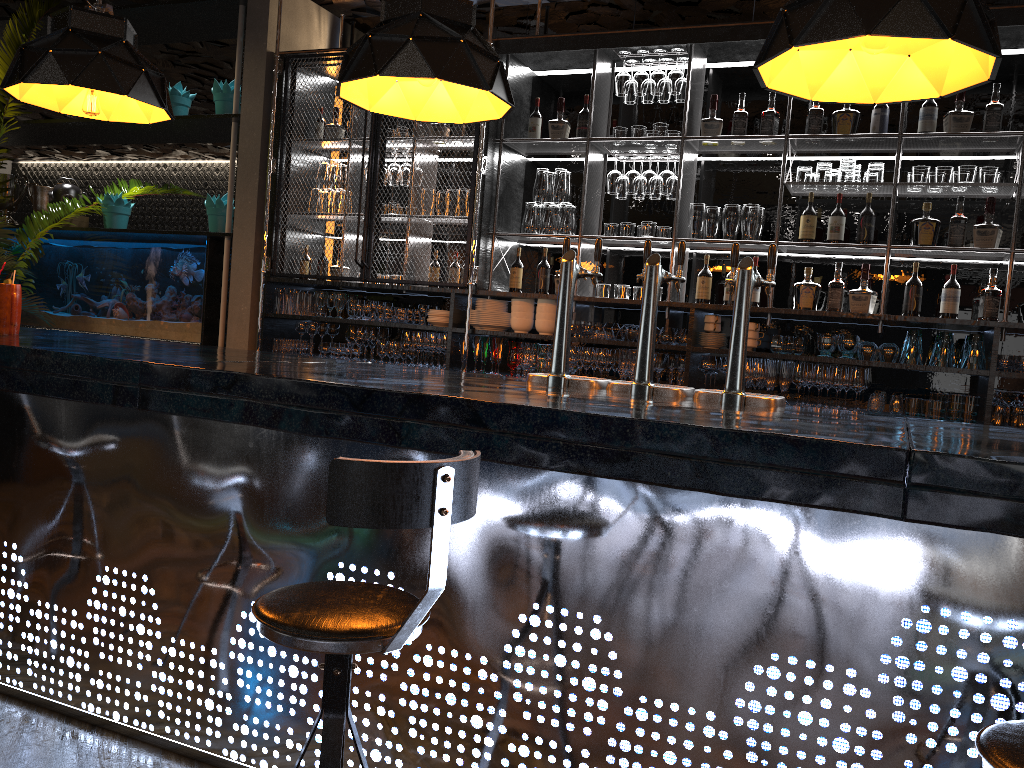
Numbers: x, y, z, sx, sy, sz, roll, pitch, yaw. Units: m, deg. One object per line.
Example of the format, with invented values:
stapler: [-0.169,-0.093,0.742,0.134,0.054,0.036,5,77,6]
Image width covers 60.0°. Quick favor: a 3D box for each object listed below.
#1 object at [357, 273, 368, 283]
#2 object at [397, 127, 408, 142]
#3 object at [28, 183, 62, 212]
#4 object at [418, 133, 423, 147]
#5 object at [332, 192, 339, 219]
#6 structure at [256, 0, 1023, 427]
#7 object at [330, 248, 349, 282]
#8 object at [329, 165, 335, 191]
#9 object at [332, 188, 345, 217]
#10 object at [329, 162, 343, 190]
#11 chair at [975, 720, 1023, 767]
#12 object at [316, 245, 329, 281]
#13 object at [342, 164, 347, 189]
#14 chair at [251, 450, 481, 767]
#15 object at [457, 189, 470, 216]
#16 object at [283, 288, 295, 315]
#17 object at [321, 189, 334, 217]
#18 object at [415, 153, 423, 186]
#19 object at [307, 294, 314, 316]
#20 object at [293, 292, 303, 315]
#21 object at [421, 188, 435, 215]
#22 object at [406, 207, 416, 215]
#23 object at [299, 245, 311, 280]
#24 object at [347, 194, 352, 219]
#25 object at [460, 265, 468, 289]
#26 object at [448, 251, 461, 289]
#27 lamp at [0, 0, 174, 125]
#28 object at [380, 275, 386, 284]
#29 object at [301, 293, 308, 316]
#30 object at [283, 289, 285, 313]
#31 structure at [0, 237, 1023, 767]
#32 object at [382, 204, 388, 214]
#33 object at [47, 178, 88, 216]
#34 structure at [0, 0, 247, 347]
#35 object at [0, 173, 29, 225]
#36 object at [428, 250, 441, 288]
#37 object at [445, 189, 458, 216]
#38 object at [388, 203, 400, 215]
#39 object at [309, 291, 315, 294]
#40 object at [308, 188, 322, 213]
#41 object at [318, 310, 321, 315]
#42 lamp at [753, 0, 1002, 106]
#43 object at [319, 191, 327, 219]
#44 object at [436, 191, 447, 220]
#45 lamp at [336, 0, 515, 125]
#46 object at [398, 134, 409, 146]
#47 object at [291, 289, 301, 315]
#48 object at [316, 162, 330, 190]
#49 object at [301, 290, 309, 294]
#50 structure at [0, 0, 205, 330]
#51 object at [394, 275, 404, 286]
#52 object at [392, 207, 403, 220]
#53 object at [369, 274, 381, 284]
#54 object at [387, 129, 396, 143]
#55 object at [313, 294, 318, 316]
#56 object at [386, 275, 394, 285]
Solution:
object: [-1.007,-0.708,5.986,0.077,0.080,0.077,3,4,-27]
object: [-0.721,-1.642,5.830,0.077,0.080,0.077,3,4,-31]
object: [-3.868,-1.465,7.361,0.232,0.398,0.378,2,4,-37]
object: [-0.633,-1.642,5.967,0.077,0.080,0.077,3,4,-31]
object: [-1.242,-1.259,6.231,0.092,0.182,0.092,6,3,18]
structure: [1.412,-0.609,4.792,6.750,3.553,1.143,6,4,23]
object: [-1.183,-0.811,6.106,0.108,0.244,0.108,7,4,37]
object: [-1.274,-1.445,6.242,0.092,0.182,0.092,6,3,18]
object: [-1.186,-1.246,6.091,0.092,0.182,0.092,6,3,18]
object: [-1.213,-1.433,6.118,0.092,0.182,0.092,6,3,18]
chair: [0.819,0.774,1.207,0.476,1.108,0.419,7,4,38]
object: [-1.311,-0.833,6.151,0.075,0.260,0.075,3,4,-33]
object: [-1.184,-1.435,6.192,0.092,0.182,0.092,6,3,18]
chair: [-0.312,0.658,1.644,0.476,1.108,0.419,7,4,38]
object: [-0.308,-1.152,5.675,0.092,0.182,0.092,6,3,18]
object: [-1.519,-0.563,6.052,0.067,0.174,0.067,3,4,-28]
object: [-1.274,-1.256,6.141,0.092,0.182,0.092,6,3,18]
object: [-0.632,-1.436,5.936,0.081,0.213,0.081,6,4,29]
object: [-1.397,-0.545,6.110,0.058,0.152,0.051,4,3,-15]
object: [-1.452,-0.543,6.003,0.051,0.152,0.058,6,4,28]
object: [-0.548,-1.177,5.776,0.092,0.182,0.092,6,3,18]
object: [-0.679,-1.147,5.969,0.077,0.080,0.077,6,3,19]
object: [-1.453,-0.849,6.242,0.075,0.261,0.075,4,3,-18]
object: [-1.158,-1.249,6.185,0.092,0.182,0.092,6,3,18]
object: [-0.287,-0.727,5.738,0.075,0.260,0.075,4,3,-18]
object: [-0.373,-0.738,5.798,0.075,0.260,0.075,4,3,-18]
lamp: [-1.554,-1.826,3.359,0.582,1.606,0.607,6,4,23]
object: [-0.887,-0.704,6.095,0.077,0.080,0.077,3,4,-27]
object: [-1.425,-0.544,6.056,0.058,0.152,0.051,6,4,27]
object: [-1.564,-0.572,6.141,0.067,0.174,0.067,3,4,-26]
structure: [0.076,0.339,2.692,6.009,1.685,1.214,6,4,23]
object: [-0.872,-1.161,5.939,0.077,0.080,0.077,5,3,2]
object: [-3.573,-1.507,7.132,0.290,0.292,0.278,3,4,-30]
structure: [-3.716,-1.250,7.206,4.269,3.734,0.705,6,4,23]
object: [-4.304,-1.544,7.548,0.250,0.472,0.458,2,4,-40]
object: [-0.508,-0.749,5.832,0.075,0.261,0.075,4,3,-18]
object: [-0.386,-1.162,5.732,0.092,0.182,0.092,6,3,18]
object: [-0.779,-1.148,5.840,0.077,0.080,0.077,6,3,19]
object: [-1.427,-0.569,6.289,0.067,0.174,0.067,3,4,-27]
object: [-1.369,-1.266,6.181,0.092,0.182,0.092,6,3,18]
object: [-1.361,-0.548,6.223,0.058,0.152,0.051,2,4,-43]
lamp: [0.999,-1.583,2.263,0.582,1.564,0.607,6,4,23]
object: [-1.337,-1.269,6.279,0.092,0.182,0.092,6,3,18]
object: [-0.457,-1.174,5.846,0.092,0.182,0.092,6,3,18]
lamp: [-0.229,-1.720,2.922,0.582,1.564,0.607,6,4,23]
object: [-0.736,-1.653,6.001,0.077,0.080,0.077,4,3,-11]
object: [-1.495,-0.565,6.126,0.067,0.174,0.067,2,4,-41]
object: [-1.309,-1.443,6.151,0.092,0.182,0.092,6,3,18]
object: [-1.462,-0.567,6.210,0.067,0.174,0.067,4,3,-16]
structure: [-4.293,-1.150,6.137,1.873,3.561,4.073,6,4,25]
object: [-0.750,-0.682,5.895,0.077,0.080,0.077,5,3,11]
object: [-0.777,-1.157,6.004,0.077,0.080,0.077,4,3,-12]
object: [-0.917,-0.698,5.934,0.077,0.080,0.077,5,3,9]
object: [-0.818,-1.655,5.920,0.077,0.080,0.077,3,4,-31]
object: [-1.371,-0.546,6.163,0.058,0.152,0.051,2,4,-40]
object: [-0.812,-0.692,5.982,0.077,0.080,0.077,4,3,-11]
